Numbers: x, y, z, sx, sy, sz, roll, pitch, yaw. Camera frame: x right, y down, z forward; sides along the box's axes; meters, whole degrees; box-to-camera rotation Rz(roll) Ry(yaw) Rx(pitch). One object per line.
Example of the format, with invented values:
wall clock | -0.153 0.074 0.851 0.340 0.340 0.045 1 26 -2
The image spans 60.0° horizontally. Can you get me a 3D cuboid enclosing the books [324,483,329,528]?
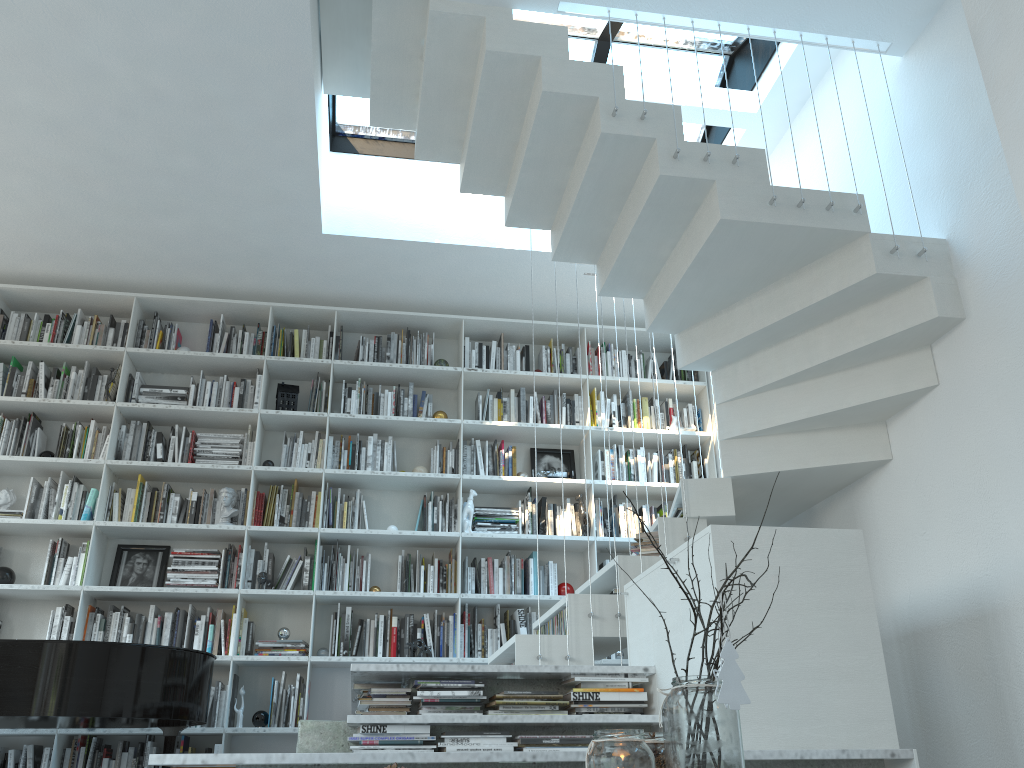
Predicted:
books | -1.150 0.787 5.490 0.006 0.317 0.165 3 -24 -9

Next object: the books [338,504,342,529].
books | -1.063 0.855 5.489 0.014 0.191 0.147 3 -24 -9

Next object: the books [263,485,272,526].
books | -1.496 0.782 5.437 0.035 0.292 0.145 3 -24 -9

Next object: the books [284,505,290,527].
books | -1.381 0.850 5.455 0.030 0.180 0.132 3 -24 -9

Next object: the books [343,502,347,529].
books | -1.030 0.846 5.471 0.017 0.191 0.192 3 -24 -9

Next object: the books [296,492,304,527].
books | -1.302 0.809 5.441 0.027 0.241 0.189 3 -24 -9

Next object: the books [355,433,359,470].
books | -0.989 0.476 5.650 0.014 0.279 0.178 3 -24 -9

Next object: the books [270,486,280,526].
books | -1.460 0.788 5.453 0.035 0.292 0.145 3 -24 -9

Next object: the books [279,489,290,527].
books | -1.406 0.803 5.468 0.035 0.277 0.139 3 -24 -9

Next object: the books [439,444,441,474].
books | -0.474 0.531 5.742 0.016 0.242 0.152 3 -24 -9

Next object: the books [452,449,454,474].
books | -0.390 0.547 5.733 0.013 0.203 0.174 3 -24 -9

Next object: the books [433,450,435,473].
books | -0.511 0.547 5.731 0.005 0.204 0.154 3 -24 -9

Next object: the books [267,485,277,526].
books | -1.470 0.782 5.437 0.035 0.292 0.145 3 -24 -9

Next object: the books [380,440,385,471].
books | -0.836 0.504 5.696 0.024 0.261 0.134 3 -24 -9

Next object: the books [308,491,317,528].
books | -1.233 0.811 5.477 0.032 0.265 0.143 3 -24 -9

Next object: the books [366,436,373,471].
books | -0.909 0.487 5.656 0.030 0.262 0.183 3 -24 -9

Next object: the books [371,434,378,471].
books | -0.885 0.484 5.690 0.027 0.294 0.160 3 -24 -9

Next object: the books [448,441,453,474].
books | -0.404 0.523 5.742 0.016 0.255 0.176 3 -24 -9

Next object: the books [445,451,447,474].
books | -0.433 0.553 5.747 0.012 0.205 0.138 3 -24 -9

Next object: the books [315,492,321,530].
books | -1.197 0.817 5.495 0.033 0.267 0.142 3 -24 -9

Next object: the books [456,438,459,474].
books | -0.356 0.514 5.750 0.005 0.276 0.183 3 -24 -9

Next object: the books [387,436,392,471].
books | -0.787 0.492 5.681 0.024 0.271 0.170 3 -24 -9

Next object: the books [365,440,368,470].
books | -0.934 0.499 5.673 0.011 0.255 0.132 3 -24 -9

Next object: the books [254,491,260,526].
books | -1.559 0.802 5.435 0.015 0.254 0.151 3 -24 -9

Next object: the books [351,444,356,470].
books | -1.012 0.512 5.652 0.026 0.215 0.162 3 -24 -9

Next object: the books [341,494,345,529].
books | -1.050 0.829 5.509 0.013 0.254 0.145 3 -24 -9

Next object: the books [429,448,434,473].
books | -0.522 0.541 5.736 0.015 0.219 0.140 3 -24 -9

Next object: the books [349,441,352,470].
books | -1.031 0.501 5.651 0.013 0.235 0.158 3 -24 -9

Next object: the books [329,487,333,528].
books | -1.120 0.805 5.492 0.035 0.286 0.192 3 -24 -9

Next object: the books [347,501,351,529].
books | -1.012 0.850 5.502 0.014 0.208 0.157 3 -24 -9

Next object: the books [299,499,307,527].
books | -1.279 0.831 5.444 0.034 0.203 0.182 3 -24 -9

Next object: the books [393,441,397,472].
books | -0.753 0.512 5.705 0.034 0.253 0.161 3 -24 -9

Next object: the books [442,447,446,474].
books | -0.447 0.540 5.745 0.016 0.227 0.161 3 -24 -9

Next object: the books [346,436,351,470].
books | -1.047 0.486 5.676 0.014 0.282 0.136 3 -24 -9

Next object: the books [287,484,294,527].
books | -1.356 0.784 5.445 0.019 0.291 0.183 3 -24 -9

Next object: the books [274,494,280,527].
books | -1.439 0.814 5.436 0.015 0.230 0.181 3 -24 -9

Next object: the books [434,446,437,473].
books | -0.502 0.535 5.736 0.012 0.231 0.154 3 -24 -9

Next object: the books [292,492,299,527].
books | -1.329 0.813 5.462 0.033 0.252 0.175 3 -24 -9

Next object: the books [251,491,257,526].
books | -1.575 0.801 5.431 0.014 0.253 0.161 3 -24 -9

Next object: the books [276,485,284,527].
books | -1.422 0.785 5.448 0.019 0.293 0.164 3 -24 -9

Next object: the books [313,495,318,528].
books | -1.216 0.827 5.490 0.019 0.246 0.149 3 -24 -9

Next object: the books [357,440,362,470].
books | -0.972 0.499 5.650 0.022 0.236 0.165 3 -24 -9

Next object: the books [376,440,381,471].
books | -0.857 0.503 5.670 0.025 0.243 0.184 3 -24 -9

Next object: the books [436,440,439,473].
books | -0.487 0.515 5.734 0.015 0.266 0.165 3 -24 -9

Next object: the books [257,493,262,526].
books | -1.543 0.807 5.434 0.014 0.243 0.145 3 -24 -9

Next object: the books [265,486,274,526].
books | -1.485 0.787 5.449 0.035 0.292 0.145 3 -24 -9

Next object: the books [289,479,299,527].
books | -1.347 0.771 5.473 0.021 0.336 0.170 3 -24 -9

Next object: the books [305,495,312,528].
books | -1.257 0.824 5.473 0.028 0.238 0.146 3 -24 -9

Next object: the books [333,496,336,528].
books | -1.102 0.834 5.504 0.007 0.243 0.146 3 -24 -9

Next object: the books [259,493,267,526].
books | -1.529 0.811 5.448 0.013 0.245 0.177 3 -24 -9

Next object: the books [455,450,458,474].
books | -0.366 0.549 5.740 0.012 0.205 0.170 3 -24 -9

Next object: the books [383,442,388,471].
books | -0.812 0.514 5.680 0.021 0.231 0.183 3 -24 -9

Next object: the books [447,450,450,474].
books | -0.419 0.551 5.738 0.013 0.201 0.174 3 -24 -9

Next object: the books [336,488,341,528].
books | -1.073 0.805 5.483 0.013 0.277 0.192 3 -24 -9

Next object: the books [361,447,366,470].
books | -0.950 0.524 5.653 0.025 0.193 0.171 3 -24 -9

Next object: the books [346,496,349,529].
books | -1.022 0.834 5.506 0.008 0.241 0.169 3 -24 -9

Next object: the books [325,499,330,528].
books | -1.141 0.838 5.485 0.015 0.219 0.155 3 -24 -9
